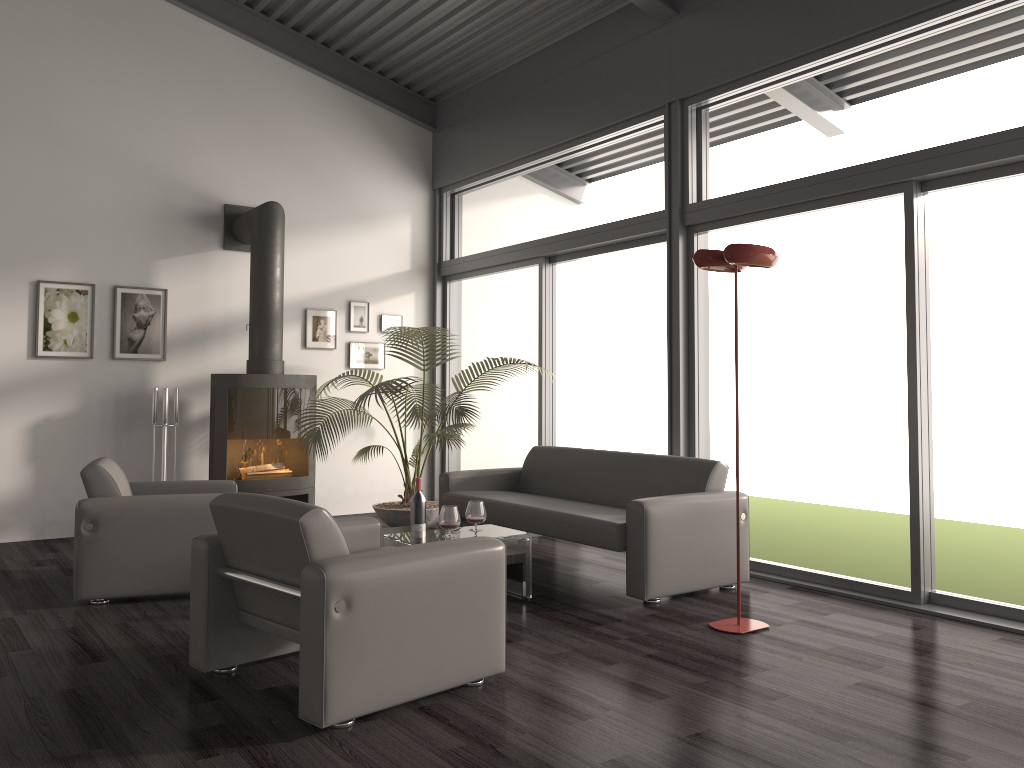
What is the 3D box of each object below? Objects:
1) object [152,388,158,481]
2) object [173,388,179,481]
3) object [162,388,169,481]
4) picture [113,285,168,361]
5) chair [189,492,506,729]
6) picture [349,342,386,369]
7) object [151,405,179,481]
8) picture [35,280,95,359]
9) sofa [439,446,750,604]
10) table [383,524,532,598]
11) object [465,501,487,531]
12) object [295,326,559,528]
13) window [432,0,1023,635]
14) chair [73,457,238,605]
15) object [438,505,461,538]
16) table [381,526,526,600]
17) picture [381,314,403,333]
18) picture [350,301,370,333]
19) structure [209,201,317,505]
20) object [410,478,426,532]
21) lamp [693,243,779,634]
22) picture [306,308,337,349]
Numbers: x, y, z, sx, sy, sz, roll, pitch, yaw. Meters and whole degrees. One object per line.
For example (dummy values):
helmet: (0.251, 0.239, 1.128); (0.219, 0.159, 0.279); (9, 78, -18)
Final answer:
object: (-2.721, 0.522, 6.694); (0.042, 0.985, 0.116); (-1, -3, 30)
object: (-2.587, 0.559, 6.806); (0.075, 1.054, 0.145); (-1, -3, 16)
object: (-2.562, 0.542, 6.663); (0.167, 1.022, 0.078); (-1, -3, 16)
picture: (-2.938, -0.477, 7.012); (0.393, 0.578, 0.026); (2, -3, -35)
chair: (-0.617, 0.770, 3.457); (0.962, 0.719, 0.909); (-1, -2, 45)
picture: (-1.326, -0.261, 8.141); (0.359, 0.245, 0.015); (1, -3, -35)
object: (-2.651, 0.594, 6.752); (0.400, 1.128, 0.400); (0, -3, 14)
picture: (-3.376, -0.483, 6.704); (0.393, 0.578, 0.026); (2, -3, -35)
sofa: (0.393, 0.798, 5.640); (0.901, 0.718, 2.113); (1, -1, -35)
table: (-0.287, 0.965, 4.680); (0.680, 0.342, 0.400); (1, -2, -35)
object: (-0.196, 0.718, 4.826); (0.115, 0.156, 0.115); (2, -3, -44)
object: (-0.845, 0.336, 7.083); (1.717, 1.669, 2.117); (2, -2, -41)
window: (2.175, -0.584, 4.713); (0.385, 3.477, 9.737); (2, -2, -35)
chair: (-1.966, 0.783, 5.099); (0.910, 0.718, 0.962); (1, -2, -20)
object: (-0.325, 0.715, 4.611); (0.116, 0.156, 0.115); (1, -2, -27)
table: (-0.518, 1.022, 5.004); (0.600, 0.250, 1.199); (1, -1, -35)
picture: (-1.123, -0.564, 8.299); (0.221, 0.166, 0.015); (1, -3, -35)
picture: (-1.394, -0.615, 8.110); (0.191, 0.281, 0.015); (2, -3, -35)
structure: (-2.167, -0.172, 7.349); (0.817, 2.679, 1.115); (2, -3, -35)
object: (-0.524, 0.710, 4.953); (0.093, 0.371, 0.093); (2, -3, -36)
lamp: (1.072, 0.244, 4.214); (0.364, 1.791, 0.353); (2, -3, -35)
picture: (-1.696, -0.488, 7.890); (0.288, 0.353, 0.015); (2, -3, -35)
